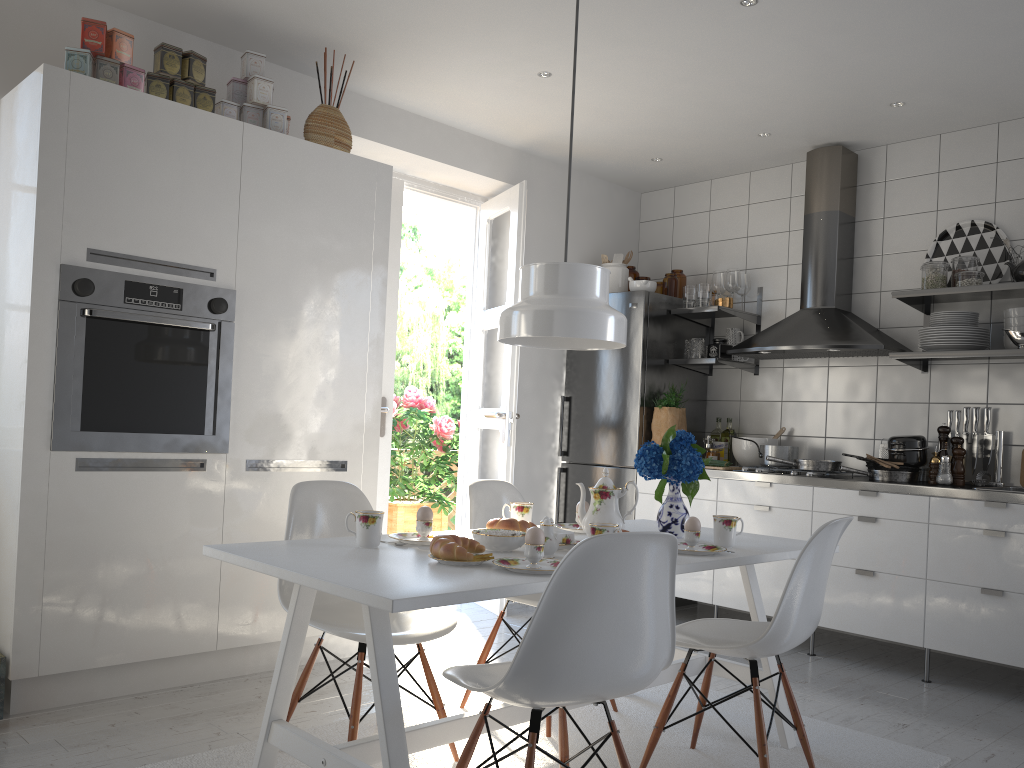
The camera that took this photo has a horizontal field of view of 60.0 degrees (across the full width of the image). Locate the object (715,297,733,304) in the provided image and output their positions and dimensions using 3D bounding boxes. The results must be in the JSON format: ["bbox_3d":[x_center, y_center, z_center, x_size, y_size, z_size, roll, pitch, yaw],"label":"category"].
[{"bbox_3d":[1.189,-0.457,4.975,0.100,0.048,0.100,4,-3,-21],"label":"object"}]

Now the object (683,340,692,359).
[{"bbox_3d":[1.030,-0.194,5.099,0.086,0.119,0.086,4,-2,-33],"label":"object"}]

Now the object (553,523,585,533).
[{"bbox_3d":[0.237,0.490,2.999,0.201,0.016,0.201,5,-4,-39],"label":"object"}]

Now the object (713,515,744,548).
[{"bbox_3d":[0.663,0.458,2.749,0.078,0.095,0.091,1,-2,40],"label":"object"}]

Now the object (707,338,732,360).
[{"bbox_3d":[1.168,-0.195,4.981,0.100,0.123,0.100,4,-2,-34],"label":"object"}]

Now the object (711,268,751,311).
[{"bbox_3d":[1.267,-0.529,5.146,0.192,0.244,0.206,1,-2,44],"label":"object"}]

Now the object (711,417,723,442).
[{"bbox_3d":[1.203,0.337,5.176,0.066,0.282,0.066,2,-1,41],"label":"object"}]

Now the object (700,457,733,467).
[{"bbox_3d":[1.052,0.422,4.768,0.142,0.053,0.276,4,-3,-28],"label":"object"}]

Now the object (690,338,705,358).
[{"bbox_3d":[1.047,-0.198,5.001,0.086,0.119,0.086,1,-2,43],"label":"object"}]

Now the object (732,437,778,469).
[{"bbox_3d":[1.350,0.387,4.936,0.247,0.175,0.247,3,-2,-3],"label":"object"}]

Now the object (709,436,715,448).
[{"bbox_3d":[1.143,0.387,5.139,0.059,0.172,0.059,3,-1,6],"label":"object"}]

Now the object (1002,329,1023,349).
[{"bbox_3d":[2.229,-0.208,3.820,0.209,0.134,0.102,2,-2,28],"label":"object"}]

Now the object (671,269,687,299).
[{"bbox_3d":[0.988,-0.584,5.318,0.097,0.195,0.097,4,-2,-44],"label":"object"}]

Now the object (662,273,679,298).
[{"bbox_3d":[0.934,-0.571,5.225,0.093,0.154,0.093,3,-1,-21],"label":"object"}]

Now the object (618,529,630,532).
[{"bbox_3d":[0.297,0.438,2.491,0.161,0.057,0.124,4,-3,-29],"label":"object"}]

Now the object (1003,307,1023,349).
[{"bbox_3d":[2.347,-0.239,3.924,0.309,0.216,0.150,1,-2,43],"label":"object"}]

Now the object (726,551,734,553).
[{"bbox_3d":[0.605,0.493,2.664,0.032,0.011,0.140,5,-4,-40],"label":"object"}]

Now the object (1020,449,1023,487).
[{"bbox_3d":[2.409,0.331,4.036,0.047,0.294,0.157,3,-1,-44],"label":"object"}]

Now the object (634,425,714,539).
[{"bbox_3d":[0.534,0.321,2.950,0.236,0.376,0.265,4,-2,-42],"label":"object"}]

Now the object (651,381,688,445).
[{"bbox_3d":[0.888,0.210,4.970,0.173,0.509,0.283,2,-1,34],"label":"object"}]

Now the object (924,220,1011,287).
[{"bbox_3d":[2.206,-0.601,4.299,0.053,0.393,0.395,3,-2,-44],"label":"object"}]

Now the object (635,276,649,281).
[{"bbox_3d":[0.787,-0.570,5.387,0.113,0.154,0.113,3,-1,-15],"label":"object"}]

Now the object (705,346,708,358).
[{"bbox_3d":[1.185,-0.169,5.246,0.083,0.100,0.108,2,-2,15],"label":"object"}]

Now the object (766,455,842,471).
[{"bbox_3d":[1.464,0.396,4.432,0.351,0.060,0.232,1,-3,25],"label":"object"}]

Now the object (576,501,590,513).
[{"bbox_3d":[0.240,0.426,2.999,0.048,0.063,0.048,4,-2,-40],"label":"object"}]

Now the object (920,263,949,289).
[{"bbox_3d":[1.968,-0.490,4.132,0.121,0.130,0.121,2,-2,32],"label":"object"}]

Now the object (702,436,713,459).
[{"bbox_3d":[1.121,0.383,5.078,0.059,0.172,0.059,3,-1,6],"label":"object"}]

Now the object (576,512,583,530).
[{"bbox_3d":[0.239,0.463,2.998,0.048,0.057,0.048,3,-2,-3],"label":"object"}]

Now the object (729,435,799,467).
[{"bbox_3d":[1.348,0.358,4.711,0.348,0.154,0.200,3,-2,-4],"label":"object"}]

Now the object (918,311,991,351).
[{"bbox_3d":[2.056,-0.231,4.125,0.301,0.195,0.306,5,-3,-39],"label":"object"}]

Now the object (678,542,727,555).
[{"bbox_3d":[0.526,0.483,2.591,0.201,0.016,0.201,5,-4,-39],"label":"object"}]

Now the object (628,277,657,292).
[{"bbox_3d":[0.762,-0.562,5.135,0.159,0.110,0.173,1,-3,41],"label":"object"}]

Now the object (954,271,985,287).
[{"bbox_3d":[2.070,-0.465,4.012,0.121,0.079,0.121,1,-3,32],"label":"object"}]

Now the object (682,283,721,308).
[{"bbox_3d":[1.078,-0.487,5.061,0.190,0.134,0.229,1,-3,37],"label":"object"}]

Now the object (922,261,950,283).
[{"bbox_3d":[2.042,-0.499,4.277,0.121,0.171,0.121,3,-2,-24],"label":"object"}]

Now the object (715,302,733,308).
[{"bbox_3d":[1.190,-0.435,4.974,0.100,0.036,0.100,4,-3,-24],"label":"object"}]

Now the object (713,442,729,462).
[{"bbox_3d":[1.197,0.403,5.097,0.044,0.141,0.077,4,-1,-44],"label":"object"}]

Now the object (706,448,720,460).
[{"bbox_3d":[1.137,0.416,5.010,0.078,0.101,0.078,2,-2,13],"label":"object"}]

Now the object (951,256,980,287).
[{"bbox_3d":[2.110,-0.503,4.132,0.121,0.171,0.121,3,-2,-24],"label":"object"}]

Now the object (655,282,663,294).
[{"bbox_3d":[0.897,-0.552,5.374,0.093,0.127,0.093,3,-2,-22],"label":"object"}]

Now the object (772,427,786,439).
[{"bbox_3d":[1.406,0.350,4.922,0.221,0.232,0.080,3,-1,7],"label":"object"}]

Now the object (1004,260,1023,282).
[{"bbox_3d":[2.266,-0.497,3.823,0.178,0.142,0.200,3,-2,-2],"label":"object"}]

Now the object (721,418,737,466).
[{"bbox_3d":[1.255,0.336,5.113,0.082,0.282,0.089,4,-1,-44],"label":"object"}]

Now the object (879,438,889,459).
[{"bbox_3d":[1.897,0.374,4.448,0.101,0.201,0.081,2,-1,36],"label":"object"}]

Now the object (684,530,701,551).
[{"bbox_3d":[0.526,0.456,2.591,0.048,0.057,0.048,3,-2,-3],"label":"object"}]

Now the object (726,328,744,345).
[{"bbox_3d":[1.282,-0.271,5.125,0.083,0.100,0.108,3,-2,-10],"label":"object"}]

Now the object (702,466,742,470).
[{"bbox_3d":[1.057,0.446,4.766,0.220,0.012,0.330,5,-4,-44],"label":"object"}]

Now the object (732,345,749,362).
[{"bbox_3d":[1.302,-0.171,5.101,0.108,0.100,0.083,1,-2,35],"label":"object"}]

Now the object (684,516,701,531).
[{"bbox_3d":[0.528,0.419,2.592,0.048,0.063,0.048,4,-2,-40],"label":"object"}]
